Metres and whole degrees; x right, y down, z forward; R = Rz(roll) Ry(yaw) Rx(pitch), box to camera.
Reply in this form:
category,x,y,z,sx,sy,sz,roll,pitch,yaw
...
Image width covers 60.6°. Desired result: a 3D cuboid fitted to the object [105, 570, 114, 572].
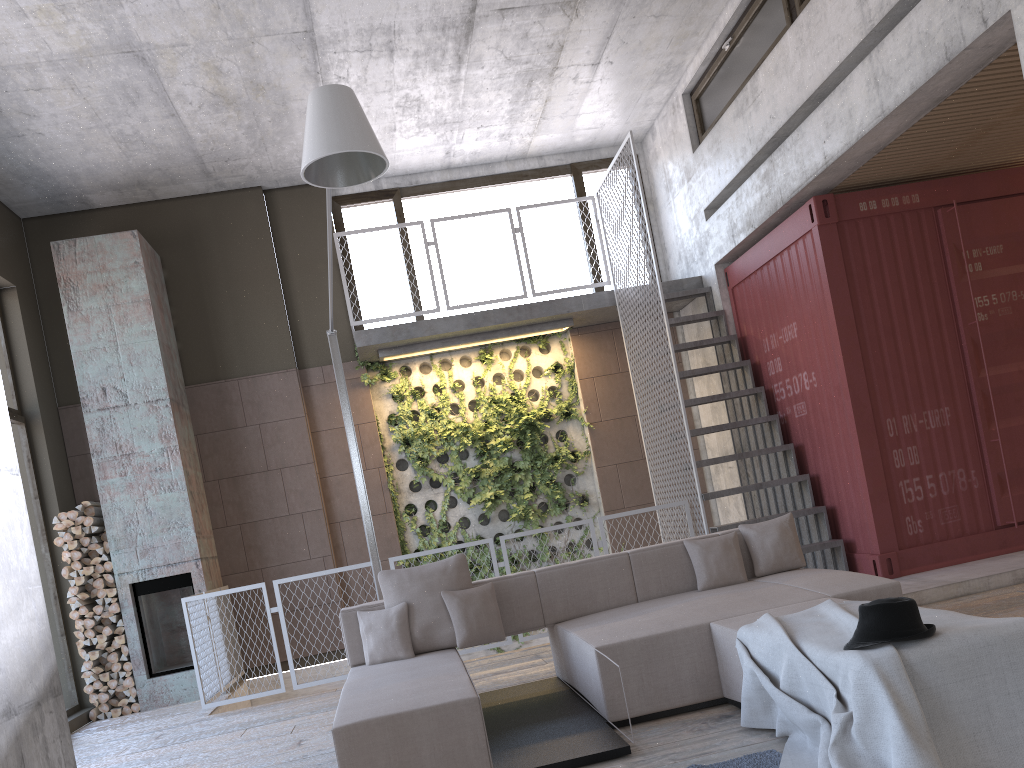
category,x,y,z,sx,sy,sz,roll,pitch,yaw
object,-3.854,1.766,8.501,0.100,0.102,0.296,-10,-7,-8

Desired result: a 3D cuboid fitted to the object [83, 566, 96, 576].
category,x,y,z,sx,sy,sz,roll,pitch,yaw
object,-4.022,1.801,8.501,0.093,0.083,0.486,-10,-8,-10

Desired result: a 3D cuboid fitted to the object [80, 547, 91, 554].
category,x,y,z,sx,sy,sz,roll,pitch,yaw
object,-4.082,1.602,8.488,0.064,0.074,0.364,-10,-8,-11

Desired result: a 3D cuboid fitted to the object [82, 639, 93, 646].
category,x,y,z,sx,sy,sz,roll,pitch,yaw
object,-4.049,2.479,8.483,0.067,0.066,0.428,-10,-8,-10

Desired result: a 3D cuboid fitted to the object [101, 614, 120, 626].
category,x,y,z,sx,sy,sz,roll,pitch,yaw
object,-3.911,2.312,8.573,0.103,0.101,0.296,-10,-7,-10

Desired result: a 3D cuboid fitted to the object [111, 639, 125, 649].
category,x,y,z,sx,sy,sz,roll,pitch,yaw
object,-3.784,2.503,8.535,0.090,0.088,0.461,-10,-8,-10

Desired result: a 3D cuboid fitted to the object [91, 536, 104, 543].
category,x,y,z,sx,sy,sz,roll,pitch,yaw
object,-3.997,1.510,8.524,0.067,0.070,0.429,-10,-8,-10

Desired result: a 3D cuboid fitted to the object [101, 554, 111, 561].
category,x,y,z,sx,sy,sz,roll,pitch,yaw
object,-3.901,1.682,8.524,0.071,0.072,0.428,-10,-8,-10

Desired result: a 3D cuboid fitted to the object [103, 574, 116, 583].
category,x,y,z,sx,sy,sz,roll,pitch,yaw
object,-3.849,1.880,8.487,0.088,0.107,0.370,-10,-8,-10

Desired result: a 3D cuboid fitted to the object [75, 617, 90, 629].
category,x,y,z,sx,sy,sz,roll,pitch,yaw
object,-4.109,2.297,8.456,0.100,0.102,0.296,-10,-7,-8

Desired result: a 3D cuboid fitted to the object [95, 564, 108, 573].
category,x,y,z,sx,sy,sz,roll,pitch,yaw
object,-3.943,1.789,8.531,0.090,0.088,0.461,-10,-8,-10

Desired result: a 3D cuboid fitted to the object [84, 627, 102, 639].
category,x,y,z,sx,sy,sz,roll,pitch,yaw
object,-4.022,2.397,8.495,0.092,0.092,0.443,-10,-8,-10

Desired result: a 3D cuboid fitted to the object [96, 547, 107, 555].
category,x,y,z,sx,sy,sz,roll,pitch,yaw
object,-3.940,1.632,8.513,0.066,0.084,0.431,-10,-8,-11

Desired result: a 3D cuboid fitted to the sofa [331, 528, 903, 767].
category,x,y,z,sx,sy,sz,roll,pitch,yaw
sofa,0.605,1.323,4.425,2.986,0.780,3.053,-10,-8,-8

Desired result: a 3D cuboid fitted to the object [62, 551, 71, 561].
category,x,y,z,sx,sy,sz,roll,pitch,yaw
object,-4.232,1.653,8.455,0.100,0.102,0.296,-10,-7,-8

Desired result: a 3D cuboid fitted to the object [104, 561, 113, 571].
category,x,y,z,sx,sy,sz,roll,pitch,yaw
object,-3.859,1.767,8.538,0.091,0.091,0.443,-10,-8,-10

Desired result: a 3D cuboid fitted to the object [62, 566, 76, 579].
category,x,y,z,sx,sy,sz,roll,pitch,yaw
object,-4.236,1.813,8.438,0.063,0.124,0.369,-11,-7,-11

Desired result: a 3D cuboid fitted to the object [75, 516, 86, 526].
category,x,y,z,sx,sy,sz,roll,pitch,yaw
object,-4.095,1.321,8.438,0.103,0.083,0.368,-10,-8,-10

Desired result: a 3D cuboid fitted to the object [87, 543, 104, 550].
category,x,y,z,sx,sy,sz,roll,pitch,yaw
object,-3.985,1.571,8.497,0.121,0.067,0.368,-10,-8,-8

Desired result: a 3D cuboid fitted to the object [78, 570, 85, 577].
category,x,y,z,sx,sy,sz,roll,pitch,yaw
object,-4.094,1.824,8.493,0.067,0.066,0.428,-10,-8,-10

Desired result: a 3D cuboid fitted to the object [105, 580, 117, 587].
category,x,y,z,sx,sy,sz,roll,pitch,yaw
object,-3.870,1.941,8.552,0.101,0.086,0.368,-10,-8,-10

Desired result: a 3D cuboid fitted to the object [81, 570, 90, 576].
category,x,y,z,sx,sy,sz,roll,pitch,yaw
object,-4.034,1.806,8.480,0.114,0.079,0.441,-10,-8,-10

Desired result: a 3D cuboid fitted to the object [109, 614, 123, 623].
category,x,y,z,sx,sy,sz,roll,pitch,yaw
object,-3.816,2.276,8.515,0.066,0.084,0.431,-10,-8,-11

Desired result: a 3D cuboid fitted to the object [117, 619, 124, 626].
category,x,y,z,sx,sy,sz,roll,pitch,yaw
object,-3.756,2.298,8.522,0.066,0.084,0.431,-10,-8,-11

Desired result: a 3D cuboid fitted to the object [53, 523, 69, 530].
category,x,y,z,sx,sy,sz,roll,pitch,yaw
object,-4.293,1.381,8.459,0.122,0.068,0.368,-10,-8,-8

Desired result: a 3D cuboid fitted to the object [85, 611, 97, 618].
category,x,y,z,sx,sy,sz,roll,pitch,yaw
object,-4.022,2.213,8.455,0.088,0.056,0.337,-10,-8,-10

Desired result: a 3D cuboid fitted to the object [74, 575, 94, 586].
category,x,y,z,sx,sy,sz,roll,pitch,yaw
object,-4.082,1.885,8.448,0.093,0.083,0.486,-10,-8,-10

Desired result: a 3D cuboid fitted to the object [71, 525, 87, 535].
category,x,y,z,sx,sy,sz,roll,pitch,yaw
object,-4.119,1.418,8.467,0.093,0.082,0.486,-10,-8,-10

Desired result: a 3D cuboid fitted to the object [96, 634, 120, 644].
category,x,y,z,sx,sy,sz,roll,pitch,yaw
object,-3.898,2.445,8.502,0.093,0.083,0.486,-10,-8,-10

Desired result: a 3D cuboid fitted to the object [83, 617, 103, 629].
category,x,y,z,sx,sy,sz,roll,pitch,yaw
object,-4.009,2.283,8.424,0.098,0.106,0.298,-10,-7,-8

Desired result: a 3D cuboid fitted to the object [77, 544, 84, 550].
category,x,y,z,sx,sy,sz,roll,pitch,yaw
object,-4.146,1.569,8.454,0.088,0.056,0.337,-10,-8,-10

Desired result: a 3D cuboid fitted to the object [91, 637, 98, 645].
category,x,y,z,sx,sy,sz,roll,pitch,yaw
object,-3.970,2.468,8.494,0.067,0.066,0.428,-10,-8,-10

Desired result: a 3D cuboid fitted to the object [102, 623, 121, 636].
category,x,y,z,sx,sy,sz,roll,pitch,yaw
object,-3.844,2.367,8.492,0.090,0.088,0.461,-10,-8,-8

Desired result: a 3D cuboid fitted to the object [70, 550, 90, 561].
category,x,y,z,sx,sy,sz,roll,pitch,yaw
object,-4.133,1.639,8.423,0.098,0.106,0.298,-10,-7,-8

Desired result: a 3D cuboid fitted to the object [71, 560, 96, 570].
category,x,y,z,sx,sy,sz,roll,pitch,yaw
object,-4.146,1.753,8.494,0.092,0.092,0.443,-10,-8,-10

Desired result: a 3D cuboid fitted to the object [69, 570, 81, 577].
category,x,y,z,sx,sy,sz,roll,pitch,yaw
object,-4.173,1.835,8.482,0.067,0.066,0.428,-10,-8,-10

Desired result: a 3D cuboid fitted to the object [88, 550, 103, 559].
category,x,y,z,sx,sy,sz,roll,pitch,yaw
object,-4.035,1.668,8.571,0.103,0.101,0.296,-10,-7,-10

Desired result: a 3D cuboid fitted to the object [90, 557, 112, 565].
category,x,y,z,sx,sy,sz,roll,pitch,yaw
object,-3.974,1.722,8.533,0.114,0.079,0.441,-10,-8,-10

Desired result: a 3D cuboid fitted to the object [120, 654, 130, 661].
category,x,y,z,sx,sy,sz,roll,pitch,yaw
object,-3.718,2.632,8.526,0.071,0.072,0.428,-10,-8,-10

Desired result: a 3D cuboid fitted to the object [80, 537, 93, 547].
category,x,y,z,sx,sy,sz,roll,pitch,yaw
object,-4.059,1.527,8.486,0.090,0.088,0.462,-10,-8,-11

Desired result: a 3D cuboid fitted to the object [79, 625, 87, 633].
category,x,y,z,sx,sy,sz,roll,pitch,yaw
object,-4.071,2.327,8.375,0.045,0.072,0.254,-10,-8,-10

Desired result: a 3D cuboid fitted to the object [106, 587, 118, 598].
category,x,y,z,sx,sy,sz,roll,pitch,yaw
object,-3.815,2.013,8.523,0.093,0.083,0.486,-10,-8,-10

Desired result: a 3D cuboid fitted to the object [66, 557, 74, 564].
category,x,y,z,sx,sy,sz,roll,pitch,yaw
object,-4.195,1.683,8.374,0.045,0.072,0.254,-10,-8,-10

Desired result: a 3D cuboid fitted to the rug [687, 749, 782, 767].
category,x,y,z,sx,sy,sz,roll,pitch,yaw
rug,0.703,1.360,2.112,1.158,0.049,2.958,-10,-8,-9

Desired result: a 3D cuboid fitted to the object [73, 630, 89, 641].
category,x,y,z,sx,sy,sz,roll,pitch,yaw
object,-4.103,2.410,8.441,0.088,0.107,0.370,-10,-8,-10

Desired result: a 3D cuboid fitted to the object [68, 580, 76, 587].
category,x,y,z,sx,sy,sz,roll,pitch,yaw
object,-4.154,1.908,8.440,0.067,0.066,0.428,-10,-8,-10

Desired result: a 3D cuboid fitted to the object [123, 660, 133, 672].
category,x,y,z,sx,sy,sz,roll,pitch,yaw
object,-3.675,2.722,8.540,0.091,0.091,0.443,-10,-8,-10

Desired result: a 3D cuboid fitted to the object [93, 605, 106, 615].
category,x,y,z,sx,sy,sz,roll,pitch,yaw
object,-3.936,2.171,8.487,0.090,0.088,0.462,-10,-8,-11

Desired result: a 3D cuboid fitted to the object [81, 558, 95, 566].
category,x,y,z,sx,sy,sz,roll,pitch,yaw
object,-4.076,1.729,8.530,0.101,0.086,0.368,-10,-8,-10

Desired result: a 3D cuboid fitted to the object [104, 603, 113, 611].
category,x,y,z,sx,sy,sz,roll,pitch,yaw
object,-3.873,2.154,8.525,0.067,0.070,0.429,-10,-8,-10

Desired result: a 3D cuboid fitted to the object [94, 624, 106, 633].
category,x,y,z,sx,sy,sz,roll,pitch,yaw
object,-3.953,2.373,8.531,0.101,0.086,0.368,-10,-8,-10
